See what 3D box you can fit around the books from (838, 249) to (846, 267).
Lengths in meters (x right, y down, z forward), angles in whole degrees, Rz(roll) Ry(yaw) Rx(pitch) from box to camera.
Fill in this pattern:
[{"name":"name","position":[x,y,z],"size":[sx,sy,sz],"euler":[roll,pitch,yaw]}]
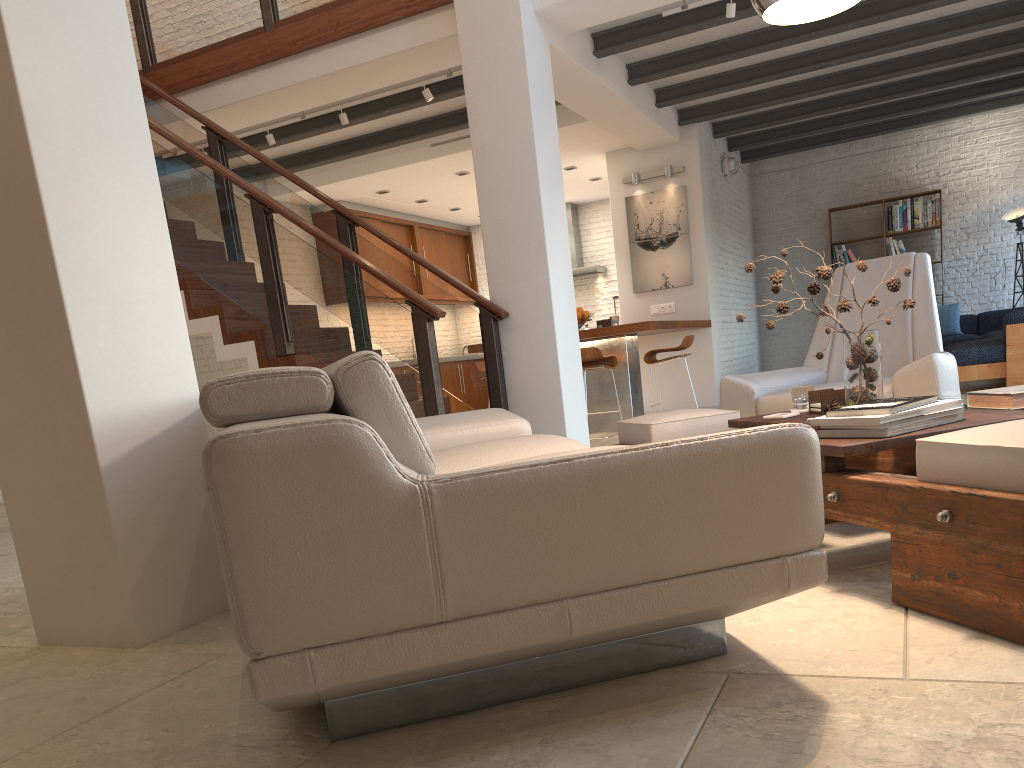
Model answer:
[{"name":"books","position":[4.385,-1.608,11.538],"size":[0.103,0.342,0.247],"euler":[-2,9,25]}]

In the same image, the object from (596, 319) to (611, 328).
[{"name":"object","position":[0.833,-0.539,7.875],"size":[0.093,0.084,0.113],"euler":[-9,5,-20]}]

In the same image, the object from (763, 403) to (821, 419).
[{"name":"object","position":[1.061,0.097,3.257],"size":[0.271,0.035,0.244],"euler":[-7,1,-3]}]

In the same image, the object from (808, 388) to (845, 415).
[{"name":"object","position":[1.152,0.063,3.182],"size":[0.094,0.084,0.112],"euler":[-7,5,-3]}]

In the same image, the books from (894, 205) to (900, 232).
[{"name":"books","position":[4.920,-2.100,11.143],"size":[0.056,0.338,0.247],"euler":[-2,9,25]}]

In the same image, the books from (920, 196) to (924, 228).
[{"name":"books","position":[5.190,-2.159,11.034],"size":[0.036,0.393,0.236],"euler":[-2,10,25]}]

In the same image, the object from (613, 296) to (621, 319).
[{"name":"object","position":[1.721,-1.084,12.310],"size":[0.672,0.399,0.136],"euler":[-5,10,25]}]

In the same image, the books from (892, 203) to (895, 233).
[{"name":"books","position":[4.890,-2.111,11.172],"size":[0.021,0.368,0.264],"euler":[-2,9,25]}]

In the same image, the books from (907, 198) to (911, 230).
[{"name":"books","position":[5.044,-2.142,11.077],"size":[0.036,0.393,0.236],"euler":[-2,10,25]}]

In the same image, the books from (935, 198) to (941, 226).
[{"name":"books","position":[5.358,-2.150,10.966],"size":[0.056,0.338,0.247],"euler":[-2,9,25]}]

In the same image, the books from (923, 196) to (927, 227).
[{"name":"books","position":[5.218,-2.162,11.006],"size":[0.036,0.393,0.236],"euler":[-2,10,25]}]

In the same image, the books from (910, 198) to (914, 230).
[{"name":"books","position":[5.081,-2.146,11.070],"size":[0.036,0.393,0.236],"euler":[-2,10,25]}]

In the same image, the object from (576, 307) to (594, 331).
[{"name":"object","position":[0.577,-0.581,7.983],"size":[0.364,0.227,0.357],"euler":[-8,4,-10]}]

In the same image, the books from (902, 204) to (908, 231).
[{"name":"books","position":[5.012,-2.111,11.120],"size":[0.056,0.338,0.247],"euler":[-2,9,25]}]

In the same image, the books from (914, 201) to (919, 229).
[{"name":"books","position":[5.121,-2.122,11.042],"size":[0.056,0.338,0.247],"euler":[-2,9,25]}]

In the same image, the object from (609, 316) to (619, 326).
[{"name":"object","position":[0.914,-0.559,7.754],"size":[0.091,0.087,0.089],"euler":[-2,8,40]}]

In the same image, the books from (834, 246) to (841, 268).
[{"name":"books","position":[4.327,-1.627,11.538],"size":[0.091,0.394,0.236],"euler":[-2,10,25]}]

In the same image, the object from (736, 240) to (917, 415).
[{"name":"object","position":[1.019,-0.182,2.899],"size":[0.541,0.622,0.308],"euler":[-7,9,-4]}]

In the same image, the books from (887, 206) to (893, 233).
[{"name":"books","position":[4.857,-2.093,11.192],"size":[0.056,0.338,0.247],"euler":[-2,9,25]}]

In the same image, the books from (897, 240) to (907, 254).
[{"name":"books","position":[5.037,-1.678,11.201],"size":[0.158,0.337,0.247],"euler":[-2,9,25]}]

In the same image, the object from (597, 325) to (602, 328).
[{"name":"object","position":[0.936,-0.525,7.789],"size":[0.397,0.035,0.193],"euler":[-6,2,29]}]

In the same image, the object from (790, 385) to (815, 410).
[{"name":"object","position":[1.106,0.053,3.316],"size":[0.090,0.087,0.090],"euler":[-9,6,-16]}]

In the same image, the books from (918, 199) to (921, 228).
[{"name":"books","position":[5.160,-2.141,11.036],"size":[0.021,0.368,0.264],"euler":[-2,9,25]}]

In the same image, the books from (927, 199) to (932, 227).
[{"name":"books","position":[5.261,-2.139,10.987],"size":[0.056,0.338,0.247],"euler":[-2,9,25]}]

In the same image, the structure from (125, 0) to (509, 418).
[{"name":"structure","position":[-0.319,-1.507,6.363],"size":[10.203,4.236,13.506],"euler":[-6,2,25]}]

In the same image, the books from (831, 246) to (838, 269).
[{"name":"books","position":[4.290,-1.622,11.547],"size":[0.091,0.394,0.236],"euler":[-2,10,25]}]

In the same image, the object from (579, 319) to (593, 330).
[{"name":"object","position":[1.058,-0.779,12.310],"size":[0.257,0.282,0.262],"euler":[-13,9,-43]}]

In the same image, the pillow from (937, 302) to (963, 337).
[{"name":"pillow","position":[5.106,-0.753,10.473],"size":[0.558,0.419,0.216],"euler":[-5,9,24]}]

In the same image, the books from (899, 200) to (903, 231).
[{"name":"books","position":[4.961,-2.132,11.121],"size":[0.036,0.393,0.236],"euler":[-2,10,25]}]

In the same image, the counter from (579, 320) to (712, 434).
[{"name":"counter","position":[0.923,-0.052,8.700],"size":[1.694,0.941,2.433],"euler":[-5,3,25]}]

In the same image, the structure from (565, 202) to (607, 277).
[{"name":"structure","position":[0.757,-2.018,12.311],"size":[0.990,1.018,0.443],"euler":[-4,10,24]}]

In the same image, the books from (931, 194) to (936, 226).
[{"name":"books","position":[5.304,-2.171,10.967],"size":[0.036,0.393,0.236],"euler":[-2,10,25]}]
